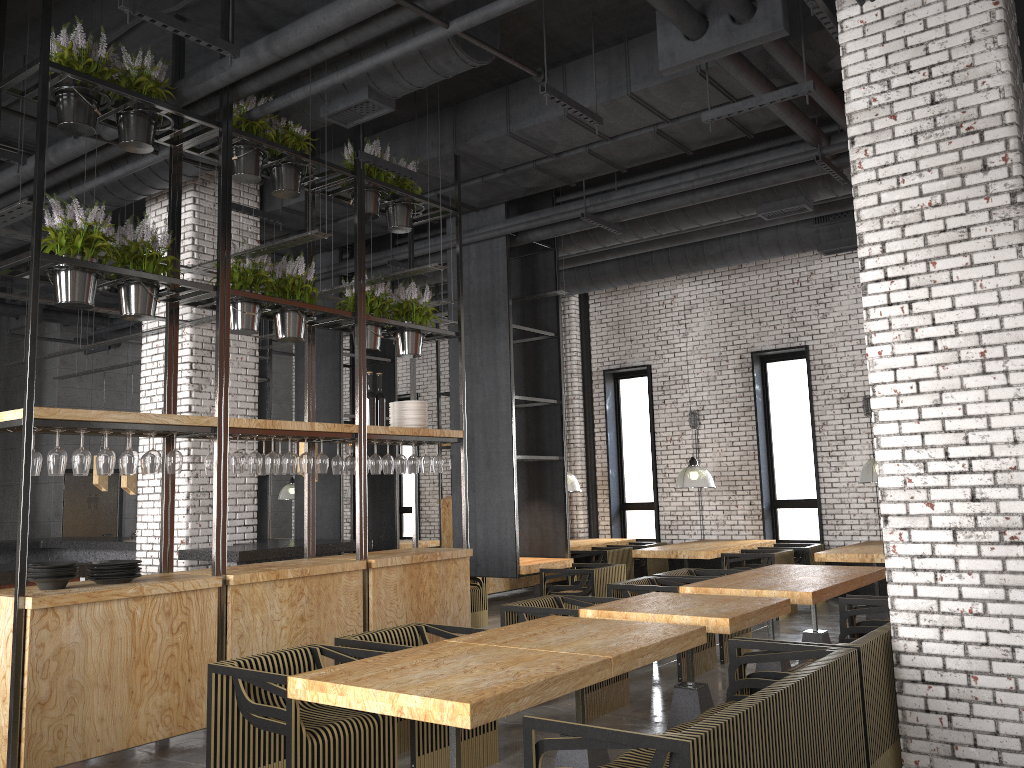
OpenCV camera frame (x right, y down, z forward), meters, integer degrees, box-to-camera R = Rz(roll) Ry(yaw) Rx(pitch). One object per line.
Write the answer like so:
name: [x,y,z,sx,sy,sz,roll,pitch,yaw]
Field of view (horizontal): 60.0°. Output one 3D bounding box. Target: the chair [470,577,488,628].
chair: [-0.731,2.401,10.080,0.637,0.732,0.656,-8,-10,39]

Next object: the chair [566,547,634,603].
chair: [1.154,2.525,11.581,0.637,0.732,0.656,-7,-9,36]

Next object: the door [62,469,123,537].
door: [-7.092,2.482,14.873,0.158,2.109,1.118,-8,-10,36]

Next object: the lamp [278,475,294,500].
lamp: [-3.947,0.870,15.966,0.536,2.412,0.535,0,-8,-12]

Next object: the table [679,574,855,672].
table: [1.969,1.897,6.735,0.999,0.765,0.995,-7,-9,36]

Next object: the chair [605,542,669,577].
chair: [1.760,2.608,12.422,0.638,0.732,0.656,-7,-9,34]

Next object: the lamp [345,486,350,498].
lamp: [-2.564,0.704,14.951,0.536,2.412,0.535,1,-8,-17]

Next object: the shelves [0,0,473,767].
shelves: [-1.720,-0.181,6.394,0.689,5.033,3.654,-8,-10,36]

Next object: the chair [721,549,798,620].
chair: [2.874,2.317,10.304,0.638,0.732,0.656,-7,-9,35]

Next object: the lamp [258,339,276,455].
lamp: [-2.563,0.188,9.278,0.127,1.399,0.127,-8,-10,36]

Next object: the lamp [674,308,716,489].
lamp: [2.304,0.139,11.511,0.536,2.412,0.535,1,-8,-17]

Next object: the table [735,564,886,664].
table: [2.569,1.975,7.533,0.999,0.765,0.995,-7,-9,36]

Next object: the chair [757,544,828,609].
chair: [3.521,2.396,11.116,0.638,0.732,0.656,-7,-9,33]

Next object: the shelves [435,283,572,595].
shelves: [-0.120,0.578,13.086,0.689,5.033,2.329,-8,-10,36]

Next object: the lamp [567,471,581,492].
lamp: [0.680,0.333,12.704,0.536,2.412,0.535,1,-8,-17]

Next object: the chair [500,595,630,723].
chair: [0.376,1.901,6.219,0.638,0.732,0.656,-7,-9,35]

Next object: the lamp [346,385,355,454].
lamp: [-2.089,0.092,11.432,0.108,1.603,0.108,-1,-8,-7]

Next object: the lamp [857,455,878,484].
lamp: [4.139,-0.081,10.162,0.536,2.412,0.535,1,-8,-17]

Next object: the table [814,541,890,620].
table: [4.257,2.211,9.920,0.999,0.765,2.113,-7,-9,36]

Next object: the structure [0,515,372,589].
structure: [-4.948,1.967,8.560,5.869,1.538,4.304,-7,-9,36]

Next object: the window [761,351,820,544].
window: [3.867,0.891,12.260,0.747,2.706,0.364,-8,-10,36]

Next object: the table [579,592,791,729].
table: [1.135,1.792,5.651,0.999,0.765,0.995,-7,-9,36]

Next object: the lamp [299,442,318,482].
lamp: [-2.039,0.201,8.885,0.127,1.551,0.127,-8,-10,36]

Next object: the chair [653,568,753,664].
chair: [1.727,2.076,8.018,0.637,0.732,0.656,-7,-9,35]

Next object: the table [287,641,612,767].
table: [-0.243,1.612,3.814,0.999,0.765,0.995,-7,-9,36]

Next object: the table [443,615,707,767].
table: [0.356,1.690,4.613,0.999,0.765,0.995,-7,-9,36]

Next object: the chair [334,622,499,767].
chair: [-0.535,1.780,4.987,0.637,0.732,0.656,-8,-10,39]

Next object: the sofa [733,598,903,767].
sofa: [1.951,1.714,5.075,0.639,0.732,1.803,-7,-9,36]

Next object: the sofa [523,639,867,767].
sofa: [0.842,1.570,3.596,0.639,0.732,1.803,-7,-9,36]

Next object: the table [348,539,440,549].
table: [-3.095,3.057,15.045,4.130,0.765,0.999,-7,-9,36]

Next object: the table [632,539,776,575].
table: [2.495,2.422,11.214,0.999,0.765,2.113,-7,-9,36]

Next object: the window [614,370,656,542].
window: [1.927,1.123,13.685,0.747,2.706,0.364,-8,-10,36]

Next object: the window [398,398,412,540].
window: [-1.903,1.580,16.499,0.747,2.706,0.364,-8,-10,36]

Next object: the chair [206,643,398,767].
chair: [-1.017,1.714,4.322,0.637,0.732,0.656,-7,-9,37]

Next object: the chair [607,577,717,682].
chair: [1.251,2.012,7.361,0.637,0.732,0.656,-7,-9,36]

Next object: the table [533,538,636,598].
table: [0.802,2.624,12.458,0.999,0.765,2.113,-7,-9,36]

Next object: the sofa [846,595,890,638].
sofa: [3.123,1.867,6.637,0.639,0.732,1.803,-7,-9,36]

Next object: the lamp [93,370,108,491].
lamp: [-5.167,0.575,11.182,0.127,1.551,0.127,-8,-10,36]

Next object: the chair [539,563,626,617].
chair: [0.736,2.231,9.040,0.638,0.732,0.656,-7,-9,35]

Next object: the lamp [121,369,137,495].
lamp: [-4.645,0.542,10.795,0.127,1.611,0.127,-8,-10,36]

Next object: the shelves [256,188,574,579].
shelves: [-2.123,0.127,11.426,6.139,4.379,1.001,-7,-10,36]
